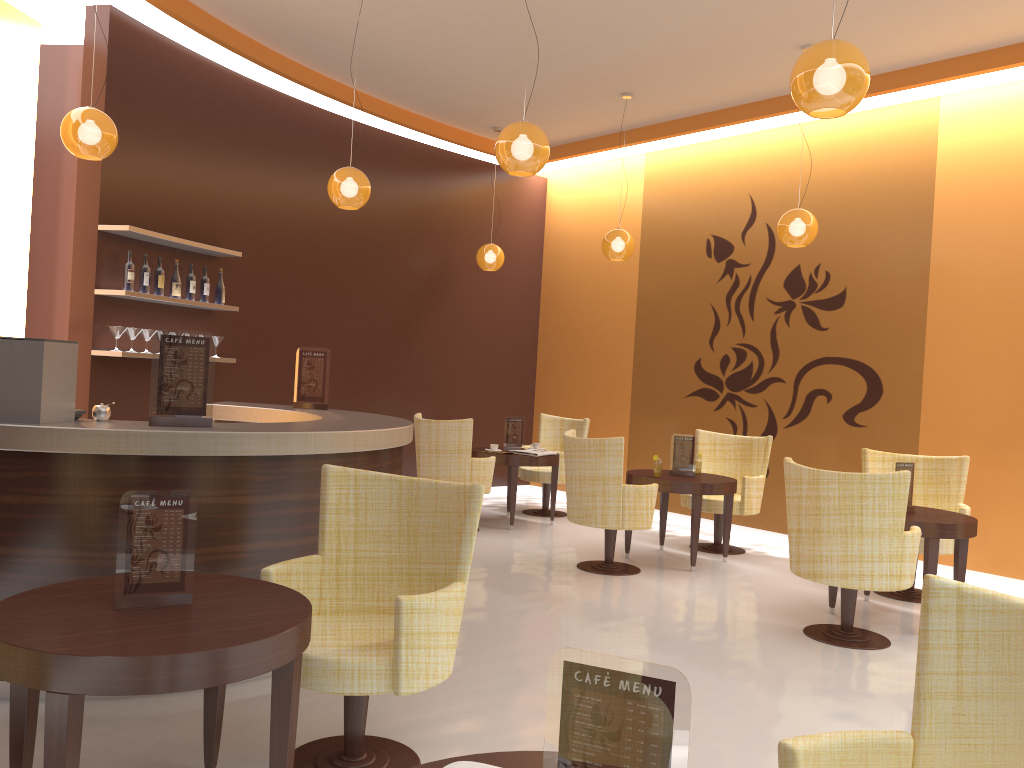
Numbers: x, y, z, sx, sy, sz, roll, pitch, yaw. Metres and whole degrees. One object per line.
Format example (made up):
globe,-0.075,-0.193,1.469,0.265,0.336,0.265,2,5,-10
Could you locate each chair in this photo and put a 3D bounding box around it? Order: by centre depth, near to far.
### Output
chair,0.839,0.928,1.606,0.685,1.017,0.729,3,1,-10
chair,-0.504,0.835,3.163,0.729,1.017,0.685,4,1,27
chair,1.940,0.960,5.105,0.685,1.017,0.729,3,1,-45
chair,2.891,1.004,6.391,0.729,1.017,0.685,4,1,17
chair,0.712,0.875,6.626,0.685,1.017,0.729,3,1,-25
chair,1.851,0.931,7.747,0.729,1.017,0.685,4,1,37
chair,-0.534,0.790,7.908,0.685,1.017,0.729,3,1,-45
chair,0.413,0.834,9.193,0.685,1.017,0.729,3,1,-42

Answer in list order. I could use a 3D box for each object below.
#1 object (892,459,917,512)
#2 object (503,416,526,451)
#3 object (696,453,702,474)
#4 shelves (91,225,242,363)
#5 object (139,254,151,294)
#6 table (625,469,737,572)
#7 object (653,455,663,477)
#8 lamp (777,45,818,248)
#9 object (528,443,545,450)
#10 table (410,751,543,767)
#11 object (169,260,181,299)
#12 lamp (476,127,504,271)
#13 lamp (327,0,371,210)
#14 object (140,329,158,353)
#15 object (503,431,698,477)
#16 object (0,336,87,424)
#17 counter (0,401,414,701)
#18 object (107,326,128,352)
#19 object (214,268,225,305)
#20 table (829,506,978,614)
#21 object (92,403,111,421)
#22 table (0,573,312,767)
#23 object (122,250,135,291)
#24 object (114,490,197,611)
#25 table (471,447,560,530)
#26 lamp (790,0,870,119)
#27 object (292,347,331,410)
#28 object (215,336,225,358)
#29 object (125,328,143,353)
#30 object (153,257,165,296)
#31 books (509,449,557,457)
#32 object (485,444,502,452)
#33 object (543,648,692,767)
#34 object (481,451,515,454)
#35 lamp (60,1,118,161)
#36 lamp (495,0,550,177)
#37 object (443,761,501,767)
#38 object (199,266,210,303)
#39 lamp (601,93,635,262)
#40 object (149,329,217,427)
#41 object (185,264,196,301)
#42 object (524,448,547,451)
object,2.509,0.650,5.677,0.209,0.335,0.042,3,1,-23
object,0.026,0.479,8.538,0.209,0.335,0.042,3,1,-18
object,1.544,0.660,7.365,0.067,0.171,0.072,3,1,6
shelves,-2.747,-0.632,4.989,0.586,0.902,4.744,3,1,6
object,-2.661,-0.793,6.428,0.073,0.297,0.073,3,1,-4
table,1.340,1.076,7.130,0.872,0.679,0.874,3,1,-10
object,1.140,0.641,6.922,0.067,0.171,0.072,4,1,31
lamp,2.187,-1.786,6.679,0.299,1.500,0.299,3,1,-16
object,0.243,0.618,8.723,0.153,0.069,0.153,4,1,32
table,0.083,1.056,1.288,0.872,0.679,0.874,3,1,5
object,-2.563,-0.795,6.757,0.086,0.303,0.086,4,1,32
lamp,-0.193,-1.950,9.375,0.299,1.500,0.299,3,1,-41
lamp,-1.098,-1.973,6.172,0.299,1.500,0.299,3,1,-23
object,-2.678,-0.312,6.505,0.137,0.174,0.137,4,1,24
object,0.732,0.526,7.835,2.090,0.335,0.187,4,1,45
object,-1.992,-0.020,3.723,0.270,0.340,0.373,3,1,4
counter,-1.374,0.727,4.840,1.586,1.100,2.917,3,1,4
object,-2.765,-0.315,6.207,0.137,0.174,0.137,3,1,13
object,-2.375,-0.788,7.214,0.086,0.303,0.086,3,1,-27
table,2.473,1.156,5.689,0.872,0.679,0.874,3,1,-5
object,-1.794,0.122,3.878,0.075,0.077,0.075,4,1,17
table,-1.038,0.979,2.544,0.872,0.679,0.874,3,1,5
object,-2.706,-0.794,6.263,0.073,0.297,0.073,3,1,-4
object,-1.021,0.472,2.549,0.209,0.335,0.042,3,1,-28
table,-0.001,0.985,8.492,0.872,0.679,0.874,3,1,-5
lamp,1.282,-1.810,3.476,0.299,1.500,0.299,3,1,-31
object,-1.340,-0.039,5.944,0.258,0.414,0.052,4,1,17
object,-2.412,-0.302,7.223,0.137,0.174,0.137,4,1,24
object,-2.721,-0.313,6.356,0.137,0.174,0.137,3,1,13
object,-2.617,-0.791,6.578,0.073,0.297,0.073,3,1,-44
books,0.200,0.641,8.301,0.345,0.035,0.367,4,1,38
object,-0.168,0.598,8.262,0.153,0.069,0.153,3,1,-15
object,0.141,0.552,1.250,0.209,0.335,0.042,4,1,24
object,-0.182,0.626,8.248,0.239,0.021,0.464,3,1,-28
lamp,-2.369,-2.037,5.045,0.299,1.500,0.299,3,1,-23
lamp,0.092,-1.892,4.824,0.299,1.500,0.299,4,1,27
object,-0.039,0.698,1.484,0.234,0.020,0.234,4,1,20
object,-2.444,-0.786,7.051,0.073,0.297,0.073,3,1,-4
lamp,0.997,-1.868,8.027,0.299,1.500,0.299,3,1,1
object,-1.416,-0.024,3.821,0.258,0.414,0.052,3,1,-28
object,-2.501,-0.788,6.903,0.073,0.297,0.073,3,1,-4
object,0.258,0.647,8.730,0.464,0.021,0.239,4,1,45
